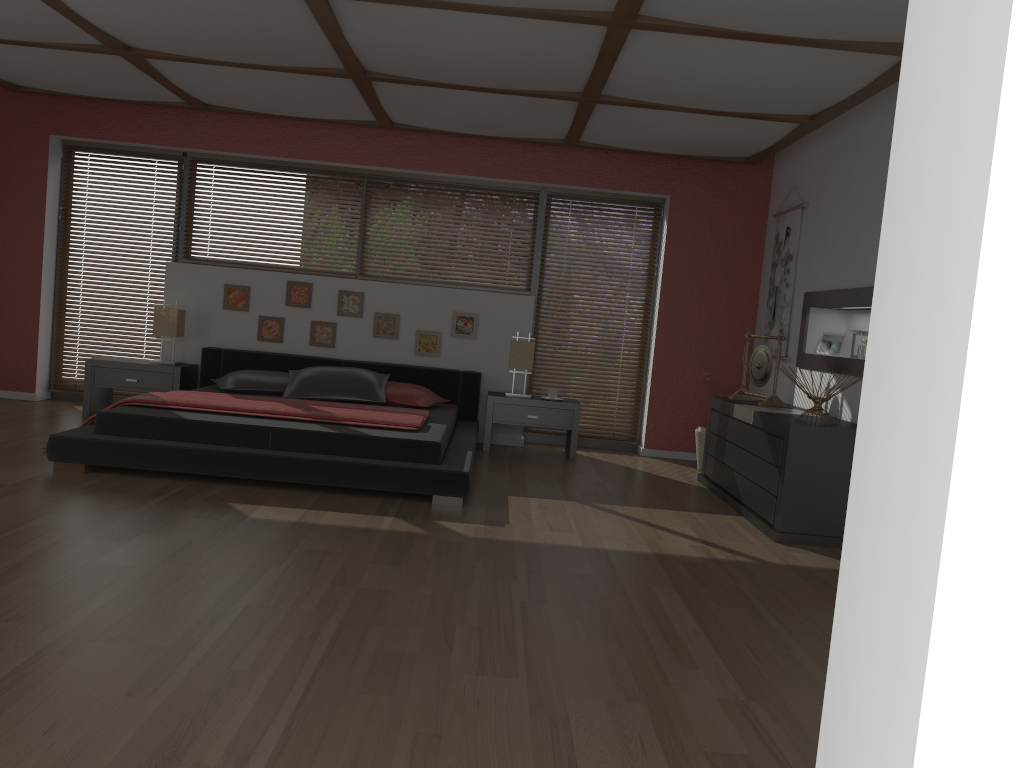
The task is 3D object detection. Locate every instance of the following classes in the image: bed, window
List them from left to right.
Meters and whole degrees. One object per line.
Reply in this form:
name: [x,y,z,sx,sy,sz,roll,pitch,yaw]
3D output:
window: [-3.216,-0.933,7.273,0.889,1.893,0.020,5,4,-1]
bed: [-1.453,0.161,5.781,2.469,0.577,2.413,5,4,-1]
window: [-1.222,-1.293,7.283,2.817,0.786,0.020,5,4,-1]
window: [0.667,-0.576,7.370,0.889,1.893,0.020,5,4,-1]

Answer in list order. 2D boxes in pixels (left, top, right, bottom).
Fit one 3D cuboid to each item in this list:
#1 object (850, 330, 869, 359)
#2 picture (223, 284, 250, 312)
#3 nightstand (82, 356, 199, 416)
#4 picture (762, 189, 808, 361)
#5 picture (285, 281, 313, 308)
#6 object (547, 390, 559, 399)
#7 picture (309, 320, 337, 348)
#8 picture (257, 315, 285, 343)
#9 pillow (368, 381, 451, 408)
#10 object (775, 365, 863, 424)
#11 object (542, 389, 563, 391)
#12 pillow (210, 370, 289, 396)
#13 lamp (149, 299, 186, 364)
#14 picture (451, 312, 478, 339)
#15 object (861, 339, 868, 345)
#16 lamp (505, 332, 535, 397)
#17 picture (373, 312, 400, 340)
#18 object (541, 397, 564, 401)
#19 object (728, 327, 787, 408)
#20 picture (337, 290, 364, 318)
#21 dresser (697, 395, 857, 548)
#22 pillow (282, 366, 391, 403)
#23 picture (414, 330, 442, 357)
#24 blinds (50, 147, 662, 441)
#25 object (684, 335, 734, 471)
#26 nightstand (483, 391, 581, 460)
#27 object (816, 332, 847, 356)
object: [2.132,-0.238,5.406,0.159,0.171,0.159,2,6,-42]
picture: [-2.160,-0.676,6.956,0.200,0.200,0.010,5,4,-1]
nightstand: [-2.818,0.041,6.750,0.700,0.423,0.413,5,4,-1]
picture: [1.996,-0.817,6.549,0.028,1.270,0.701,5,4,-1]
picture: [-1.672,-0.703,6.963,0.200,0.200,0.010,5,4,-1]
object: [0.309,0.082,6.755,0.099,0.069,0.099,7,4,24]
picture: [-1.489,-0.392,6.989,0.200,0.200,0.010,5,4,-1]
picture: [-1.898,-0.430,6.978,0.200,0.200,0.010,5,4,-1]
pillow: [-0.867,0.074,6.506,0.745,0.172,0.418,7,4,18]
object: [1.654,0.062,4.775,0.481,0.282,0.481,2,5,-35]
object: [0.309,0.045,6.735,0.192,0.007,0.007,3,5,-32]
pillow: [-1.773,-0.005,6.430,0.745,0.172,0.418,3,5,-26]
lamp: [-2.617,-0.406,6.761,0.200,0.480,0.200,5,4,-1]
picture: [-0.373,-0.463,7.004,0.200,0.200,0.010,5,4,-1]
object: [2.121,-0.177,4.940,0.181,0.116,0.350,5,4,-11]
lamp: [0.069,-0.159,6.828,0.200,0.480,0.200,5,4,-1]
picture: [-0.991,-0.458,6.993,0.200,0.200,0.010,5,4,-1]
object: [0.305,0.114,6.757,0.179,0.012,0.179,7,4,24]
object: [1.633,-0.122,5.813,0.173,0.498,0.490,4,4,-16]
picture: [-1.269,-0.630,6.975,0.200,0.200,0.010,5,4,-1]
dresser: [1.614,0.463,5.354,0.540,0.608,1.740,5,4,-1]
pillow: [-1.257,-0.003,6.353,0.744,0.241,0.386,5,4,-6]
picture: [-0.664,-0.320,7.009,0.200,0.200,0.010,5,4,-1]
blinds: [-1.278,-0.714,7.256,4.840,1.952,0.032,5,4,-1]
object: [1.456,0.136,6.714,0.422,1.035,0.364,3,5,-26]
nightstand: [0.145,0.313,6.824,0.700,0.423,0.413,5,4,-1]
object: [2.090,-0.263,5.809,0.041,0.146,0.226,4,4,-22]
